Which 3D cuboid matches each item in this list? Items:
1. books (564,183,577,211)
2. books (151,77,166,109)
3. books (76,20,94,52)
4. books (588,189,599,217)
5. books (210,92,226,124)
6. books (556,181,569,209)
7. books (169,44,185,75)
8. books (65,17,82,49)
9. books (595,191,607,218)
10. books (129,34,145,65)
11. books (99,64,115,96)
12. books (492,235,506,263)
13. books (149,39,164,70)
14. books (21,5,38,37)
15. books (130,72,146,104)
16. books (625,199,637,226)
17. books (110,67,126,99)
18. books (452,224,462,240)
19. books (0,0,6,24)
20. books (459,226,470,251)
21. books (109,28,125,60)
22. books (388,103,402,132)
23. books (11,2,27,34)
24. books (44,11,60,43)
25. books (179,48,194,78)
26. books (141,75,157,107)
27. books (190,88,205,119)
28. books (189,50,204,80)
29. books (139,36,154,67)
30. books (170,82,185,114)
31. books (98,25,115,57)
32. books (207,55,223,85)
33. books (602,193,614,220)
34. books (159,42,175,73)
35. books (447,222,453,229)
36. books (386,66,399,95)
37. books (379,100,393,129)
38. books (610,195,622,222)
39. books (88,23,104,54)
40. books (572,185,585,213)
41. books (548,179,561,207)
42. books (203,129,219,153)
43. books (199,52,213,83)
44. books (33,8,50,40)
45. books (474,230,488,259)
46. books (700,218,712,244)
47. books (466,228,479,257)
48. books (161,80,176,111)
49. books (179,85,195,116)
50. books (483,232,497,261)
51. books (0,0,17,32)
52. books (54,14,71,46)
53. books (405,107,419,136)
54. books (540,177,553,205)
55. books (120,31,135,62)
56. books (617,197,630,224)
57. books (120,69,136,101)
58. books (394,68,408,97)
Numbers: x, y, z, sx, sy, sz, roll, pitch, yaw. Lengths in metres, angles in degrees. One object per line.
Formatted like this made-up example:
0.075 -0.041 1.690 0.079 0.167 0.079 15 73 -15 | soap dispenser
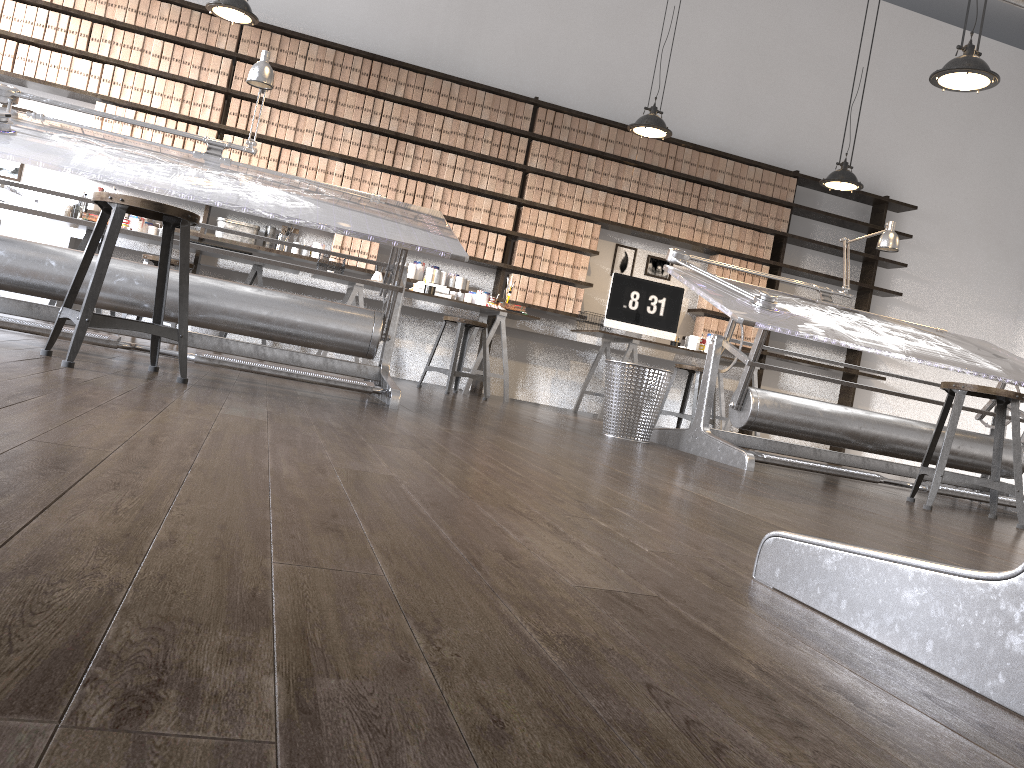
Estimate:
0.459 -1.544 7.382 0.066 0.226 0.175 11 -1 -16 | books
-2.590 -2.118 6.519 0.066 0.226 0.175 11 -1 -16 | books
-3.065 -2.480 6.379 0.067 0.226 0.175 11 -1 -16 | books
0.653 -1.507 7.436 0.066 0.226 0.175 11 -1 -16 | books
-2.204 -2.045 6.631 0.066 0.226 0.175 11 -1 -16 | books
0.392 -1.556 7.365 0.066 0.226 0.174 11 -1 -16 | books
-2.473 -2.369 6.550 0.066 0.226 0.175 11 -1 -16 | books
-3.136 -2.494 6.364 0.066 0.226 0.175 11 -1 -16 | books
0.718 -1.495 7.449 0.067 0.226 0.175 11 -1 -16 | books
-2.729 -2.417 6.473 0.067 0.226 0.175 11 -1 -16 | books
-2.925 -2.181 6.421 0.066 0.226 0.175 11 -1 -16 | books
-0.120 -1.095 7.224 0.066 0.226 0.175 11 -1 -16 | books
-2.607 -2.394 6.510 0.066 0.226 0.175 11 -1 -16 | books
-3.404 -2.544 6.285 0.066 0.226 0.174 11 -1 -16 | books
-2.726 -2.144 6.483 0.066 0.226 0.175 11 -1 -16 | books
0.980 -1.446 7.530 0.066 0.226 0.175 11 -1 -16 | books
-2.857 -2.168 6.444 0.066 0.226 0.174 11 -1 -16 | books
-0.473 -1.162 7.123 0.066 0.226 0.174 11 -1 -16 | books
-3.601 -2.581 6.228 0.067 0.226 0.175 11 -1 -16 | books
-0.407 -1.149 7.147 0.066 0.226 0.175 11 -1 -16 | books
-2.861 -2.442 6.441 0.066 0.226 0.174 11 -1 -16 | books
-0.930 -2.079 6.984 0.066 0.226 0.175 11 -1 -16 | books
-3.470 -2.557 6.271 0.066 0.226 0.174 11 -1 -16 | books
-3.266 -2.518 6.321 0.067 0.226 0.175 11 -1 -16 | books
-2.408 -2.357 6.571 0.066 0.226 0.174 11 -1 -16 | books
-2.658 -2.131 6.498 0.067 0.226 0.175 11 -1 -16 | books
-2.338 -2.071 6.593 0.066 0.226 0.174 11 -1 -16 | books
-2.340 -2.344 6.582 0.067 0.226 0.175 11 -1 -16 | books
-2.667 -2.406 6.495 0.066 0.226 0.175 11 -1 -16 | books
-2.467 -2.095 6.550 0.067 0.226 0.175 11 -1 -16 | books
-2.927 -2.454 6.419 0.066 0.226 0.174 11 -1 -16 | books
-2.218 -2.321 6.620 0.066 0.226 0.175 11 -1 -16 | books
0.780 -1.483 7.473 0.066 0.226 0.175 11 -1 -16 | books
-2.538 -2.381 6.528 0.067 0.226 0.175 11 -1 -16 | books
-0.541 -1.175 7.108 0.066 0.226 0.174 11 -1 -16 | books
-0.952 -2.365 6.970 0.066 0.226 0.175 11 -1 -16 | books
-0.998 -2.092 6.962 0.067 0.226 0.175 11 -1 -16 | books
0.847 -1.471 7.492 0.066 0.226 0.174 11 -1 -16 | books
-2.995 -2.467 6.404 0.066 0.226 0.175 11 -1 -16 | books
0.526 -1.531 7.397 0.067 0.226 0.175 11 -1 -16 | books
0.328 -1.568 7.343 0.066 0.226 0.174 11 -1 -16 | books
-2.252 -1.772 6.615 0.067 0.226 0.175 11 -1 -16 | books
-2.278 -2.332 6.605 0.066 0.226 0.175 11 -1 -16 | books
-3.334 -2.531 6.301 0.066 0.226 0.175 11 -1 -16 | books
-0.266 -1.123 7.186 0.066 0.226 0.175 11 -1 -16 | books
1.652 -1.319 7.716 0.066 0.226 0.174 11 -1 -16 | books
-0.335 -1.136 7.161 0.067 0.226 0.175 11 -1 -16 | books
-2.531 -2.107 6.537 0.066 0.226 0.175 11 -1 -16 | books
-2.405 -2.083 6.574 0.066 0.226 0.175 11 -1 -16 | books
-0.194 -1.109 7.201 0.067 0.226 0.175 11 -1 -16 | books
-3.536 -2.569 6.250 0.066 0.226 0.175 11 -1 -16 | books
-3.207 -2.507 6.342 0.066 0.226 0.175 11 -1 -16 | books
-0.807 -2.056 7.015 0.067 0.226 0.175 11 -1 -16 | books
0.260 -1.581 7.320 0.066 0.226 0.175 11 -1 -16 | books
-2.794 -2.429 6.460 0.066 0.226 0.175 11 -1 -16 | books
0.915 -1.458 7.507 0.066 0.226 0.174 11 -1 -16 | books
-2.792 -2.156 6.466 0.066 0.226 0.174 11 -1 -16 | books
-0.885 -2.353 6.992 0.066 0.226 0.174 11 -1 -16 | books
